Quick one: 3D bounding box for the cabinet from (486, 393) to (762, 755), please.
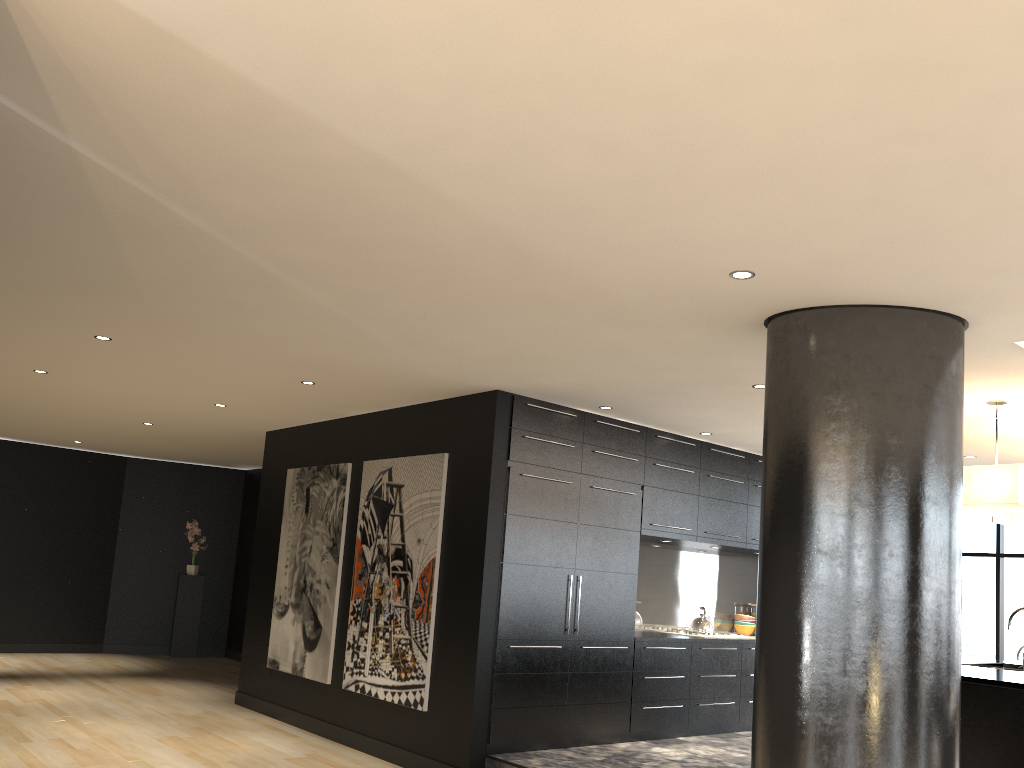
[{"bbox_3d":[1.876,1.902,8.222,5.784,2.490,0.731,14,-12,-39],"label":"cabinet"}]

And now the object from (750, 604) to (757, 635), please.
[{"bbox_3d":[2.616,2.446,9.154,0.369,0.311,0.114,13,-11,-39],"label":"object"}]

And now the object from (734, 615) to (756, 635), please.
[{"bbox_3d":[2.343,2.427,8.889,0.207,0.202,0.186,12,-12,-38],"label":"object"}]

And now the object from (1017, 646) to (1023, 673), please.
[{"bbox_3d":[3.144,1.615,5.208,0.407,0.236,0.403,7,-11,-15],"label":"object"}]

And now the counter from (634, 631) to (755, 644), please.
[{"bbox_3d":[1.826,2.350,8.183,2.889,0.033,0.734,15,-16,-39],"label":"counter"}]

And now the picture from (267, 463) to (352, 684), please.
[{"bbox_3d":[-1.822,1.671,7.955,0.077,1.847,1.161,10,-10,-39],"label":"picture"}]

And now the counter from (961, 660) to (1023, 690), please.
[{"bbox_3d":[3.625,1.948,5.939,3.146,0.031,1.186,15,-16,-39],"label":"counter"}]

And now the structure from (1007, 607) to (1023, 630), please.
[{"bbox_3d":[3.428,2.055,6.154,2.804,1.004,0.659,14,-13,-40],"label":"structure"}]

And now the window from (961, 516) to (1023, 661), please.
[{"bbox_3d":[3.978,-0.596,0.452,10.149,4.716,16.104,-4,-15,36],"label":"window"}]

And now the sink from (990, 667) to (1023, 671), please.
[{"bbox_3d":[3.430,2.062,6.082,0.931,0.157,0.463,14,-16,-39],"label":"sink"}]

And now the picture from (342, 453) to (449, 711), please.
[{"bbox_3d":[-0.910,1.501,6.886,0.077,1.847,1.161,10,-10,-39],"label":"picture"}]

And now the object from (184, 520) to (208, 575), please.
[{"bbox_3d":[-4.513,2.328,12.579,0.339,0.776,0.231,6,-8,-11],"label":"object"}]

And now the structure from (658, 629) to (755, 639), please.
[{"bbox_3d":[1.840,2.325,8.171,0.909,0.065,0.523,14,-16,-39],"label":"structure"}]

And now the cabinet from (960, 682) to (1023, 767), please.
[{"bbox_3d":[3.586,2.471,5.873,3.145,1.023,1.186,14,-14,-39],"label":"cabinet"}]

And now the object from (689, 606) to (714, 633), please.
[{"bbox_3d":[1.712,2.122,7.970,0.222,0.227,0.223,-5,-13,42],"label":"object"}]
